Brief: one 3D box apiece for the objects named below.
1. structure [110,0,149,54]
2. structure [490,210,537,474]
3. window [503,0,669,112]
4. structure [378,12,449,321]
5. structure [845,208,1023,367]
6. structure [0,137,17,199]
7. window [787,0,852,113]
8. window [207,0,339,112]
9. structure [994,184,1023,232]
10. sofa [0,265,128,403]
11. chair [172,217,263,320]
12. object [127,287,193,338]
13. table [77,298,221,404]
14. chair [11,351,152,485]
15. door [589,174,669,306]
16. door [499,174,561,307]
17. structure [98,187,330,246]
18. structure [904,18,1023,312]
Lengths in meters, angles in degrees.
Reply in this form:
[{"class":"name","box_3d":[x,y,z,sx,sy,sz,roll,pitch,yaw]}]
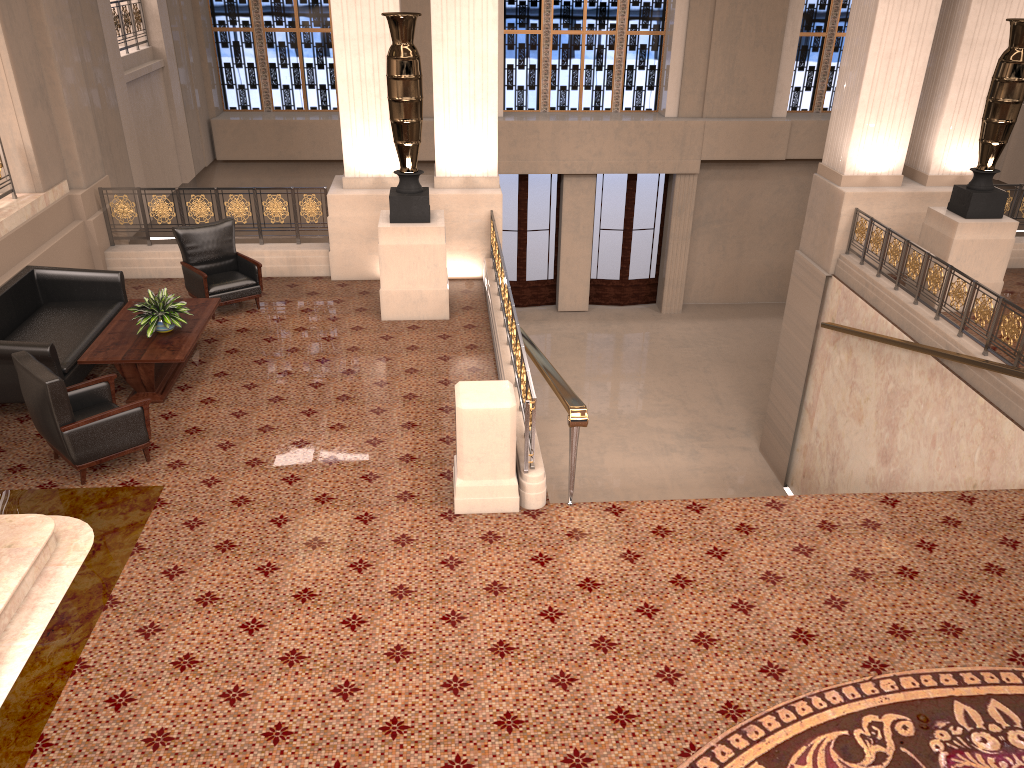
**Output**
[{"class":"structure","box_3d":[-5.375,-4.916,12.166,0.031,0.702,2.052,-2,27,-4]},{"class":"structure","box_3d":[-0.042,-0.675,7.947,0.079,0.565,4.700,-1,26,-4]},{"class":"window","box_3d":[1.321,-7.590,15.254,2.987,5.632,0.066,-1,30,-4]},{"class":"structure","box_3d":[-1.009,-2.084,8.706,0.700,2.931,0.666,-2,30,-4]},{"class":"structure","box_3d":[4.177,-0.762,8.256,0.079,0.565,4.700,-2,26,-5]},{"class":"structure","box_3d":[-4.844,-1.378,7.135,0.032,0.657,3.517,-2,26,-4]},{"class":"window","box_3d":[6.584,-7.700,15.639,2.987,5.632,0.066,-1,30,-4]},{"class":"window","box_3d":[-3.766,-7.484,14.882,2.987,5.632,0.066,-1,30,-4]},{"class":"structure","box_3d":[7.034,-2.142,10.887,2.534,0.688,0.030,-1,30,-4]},{"class":"sofa","box_3d":[-4.040,-0.410,7.682,0.875,0.743,1.830,-1,27,-4]},{"class":"chair","box_3d":[-3.034,-1.200,9.160,0.635,0.887,0.696,-21,35,-34]},{"class":"object","box_3d":[-3.011,-0.632,7.513,0.496,0.396,0.505,14,30,24]},{"class":"table","box_3d":[-3.126,-0.305,7.816,0.838,0.458,1.404,-1,27,-4]},{"class":"chair","box_3d":[-3.061,0.186,6.345,0.700,0.887,0.631,-24,37,-38]},{"class":"door","box_3d":[2.277,-2.883,17.498,1.491,2.863,0.147,-1,30,-4]},{"class":"door","box_3d":[0.195,-2.840,17.346,1.491,2.863,0.147,-1,30,-4]},{"class":"structure","box_3d":[-3.377,-1.925,10.125,2.534,0.688,0.030,-1,30,-4]},{"class":"structure","box_3d":[4.902,-2.207,9.139,0.700,2.931,0.666,-2,30,-4]}]
